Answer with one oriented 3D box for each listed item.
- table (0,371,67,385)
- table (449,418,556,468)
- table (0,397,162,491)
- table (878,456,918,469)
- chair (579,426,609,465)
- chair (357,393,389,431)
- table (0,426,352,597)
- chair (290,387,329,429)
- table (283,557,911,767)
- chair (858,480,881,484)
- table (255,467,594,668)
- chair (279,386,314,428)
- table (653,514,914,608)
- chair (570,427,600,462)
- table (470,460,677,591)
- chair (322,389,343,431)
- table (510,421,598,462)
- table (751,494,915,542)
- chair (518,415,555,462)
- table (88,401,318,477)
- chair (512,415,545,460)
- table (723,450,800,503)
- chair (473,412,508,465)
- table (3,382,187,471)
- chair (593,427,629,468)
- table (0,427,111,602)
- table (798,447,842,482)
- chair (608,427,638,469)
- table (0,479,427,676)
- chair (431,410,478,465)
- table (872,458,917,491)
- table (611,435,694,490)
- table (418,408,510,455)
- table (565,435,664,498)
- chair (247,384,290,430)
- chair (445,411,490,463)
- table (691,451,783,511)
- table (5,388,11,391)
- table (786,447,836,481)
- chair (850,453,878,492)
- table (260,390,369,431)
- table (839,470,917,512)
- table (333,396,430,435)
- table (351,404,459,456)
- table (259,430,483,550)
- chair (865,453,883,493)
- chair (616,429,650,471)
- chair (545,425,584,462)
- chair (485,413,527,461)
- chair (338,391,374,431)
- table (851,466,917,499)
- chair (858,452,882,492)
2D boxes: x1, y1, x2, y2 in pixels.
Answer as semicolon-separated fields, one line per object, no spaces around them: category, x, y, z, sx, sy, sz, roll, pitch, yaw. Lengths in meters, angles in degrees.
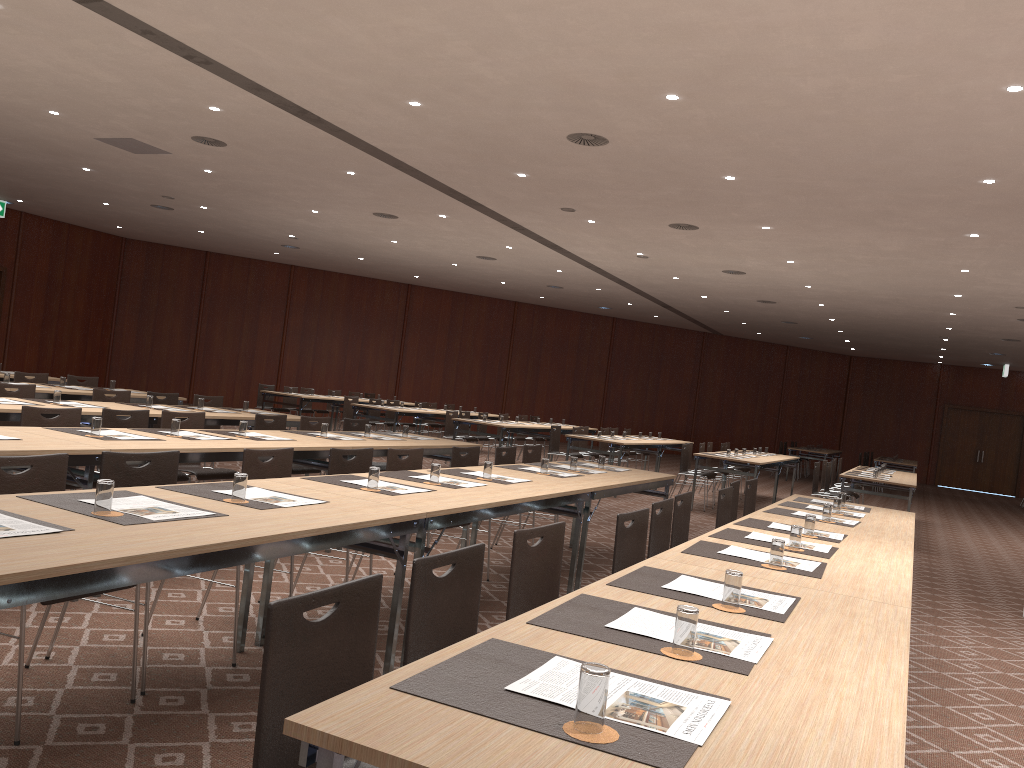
table;-6.651;0.245;10.635;0.952;0.833;2.268;7;0;25
table;-0.136;1.088;15.314;0.952;0.833;2.268;7;0;25
table;-3.993;0.559;6.899;0.952;0.833;2.268;7;0;25
table;10.463;2.467;24.136;0.952;0.833;2.268;7;0;25
chair;1.341;1.220;15.325;0.613;0.939;0.536;7;0;27
chair;-3.108;0.687;19.923;0.613;0.939;0.536;7;0;23
table;-2.192;0.780;6.061;0.952;0.833;2.268;7;0;25
chair;-4.047;0.558;17.875;0.613;0.939;0.536;7;0;22
table;0.466;1.094;2.324;0.952;0.833;2.268;7;0;25
chair;9.649;2.309;23.876;0.613;0.939;0.536;7;0;24
table;-0.391;1.002;5.223;0.952;0.833;2.268;7;0;25
chair;-4.218;0.533;17.256;0.613;0.939;0.536;7;0;23
table;1.411;1.224;4.385;0.952;0.833;2.268;7;0;25
chair;1.176;1.196;14.720;0.613;0.939;0.536;7;0;22
table;0.554;1.132;7.284;0.952;0.833;2.268;7;0;25
chair;-3.663;0.611;18.712;0.613;0.939;0.536;7;0;27
table;0.808;1.218;17.375;0.952;0.833;2.268;7;0;25
table;2.356;1.353;6.447;0.952;0.833;2.268;7;0;25
chair;0.562;1.138;18.249;0.613;0.939;0.536;7;0;27
table;-3.049;0.689;8.960;0.952;0.833;2.268;7;0;25
chair;0.315;1.104;17.608;0.613;0.939;0.536;7;0;25
table;4.411;1.661;15.699;0.952;0.833;2.268;7;0;25
chair;-0.426;1.003;16.093;0.613;0.939;0.536;7;0;22
table;-4.850;0.467;9.798;0.952;0.833;2.268;7;0;25
chair;1.796;1.282;16.173;0.613;0.939;0.536;7;0;27
table;-3.137;0.651;4.000;0.952;0.833;2.268;7;0;25
table;8.662;2.245;24.974;0.952;0.833;2.268;7;0;25
chair;2.042;1.317;16.854;0.613;0.939;0.536;7;0;27
table;-1.335;0.872;3.162;0.952;0.833;2.268;7;0;25
chair;-0.916;0.935;14.923;0.613;0.939;0.536;7;0;24
table;9.519;2.337;22.075;0.952;0.833;2.268;7;0;25
table;2.610;1.440;16.537;0.952;0.833;2.268;7;0;25
table;-0.993;0.997;18.213;0.952;0.833;2.268;7;0;25
table;1.665;1.310;14.476;0.952;0.833;2.268;7;0;25
chair;-4.537;0.490;16.661;0.613;0.939;0.536;7;0;26
chair;-0.737;0.961;15.560;0.613;0.939;0.536;7;0;23
table;3.466;1.532;13.638;0.952;0.833;2.268;7;0;25
table;-5.795;0.337;7.736;0.952;0.833;2.268;7;0;25
table;7.717;2.115;22.913;0.952;0.833;2.268;7;0;25
chair;8.680;2.176;21.763;0.613;0.939;0.536;7;0;27
table;-3.739;0.645;16.989;0.952;0.833;2.268;7;0;25
table;5.268;1.753;12.800;0.952;0.833;2.268;7;0;25
table;-2.795;0.775;19.050;0.952;0.833;2.268;7;0;25
table;-1.938;0.867;16.151;0.952;0.833;2.268;7;0;25
table;-1.247;0.910;8.122;0.952;0.833;2.268;7;0;25
chair;9.025;2.222;22.239;0.613;0.939;0.536;7;0;25
chair;2.365;1.360;17.313;0.613;0.939;0.536;7;0;24
chair;0.800;1.146;14.146;0.613;0.939;0.536;7;0;24
chair;-0.065;1.053;17.025;0.613;0.939;0.536;7;0;25
chair;-3.342;0.654;19.269;0.613;0.939;0.536;7;0;23
table;6.213;1.883;14.862;0.952;0.833;2.268;7;0;25
chair;9.240;2.253;22.878;0.613;0.939;0.536;7;0;27
